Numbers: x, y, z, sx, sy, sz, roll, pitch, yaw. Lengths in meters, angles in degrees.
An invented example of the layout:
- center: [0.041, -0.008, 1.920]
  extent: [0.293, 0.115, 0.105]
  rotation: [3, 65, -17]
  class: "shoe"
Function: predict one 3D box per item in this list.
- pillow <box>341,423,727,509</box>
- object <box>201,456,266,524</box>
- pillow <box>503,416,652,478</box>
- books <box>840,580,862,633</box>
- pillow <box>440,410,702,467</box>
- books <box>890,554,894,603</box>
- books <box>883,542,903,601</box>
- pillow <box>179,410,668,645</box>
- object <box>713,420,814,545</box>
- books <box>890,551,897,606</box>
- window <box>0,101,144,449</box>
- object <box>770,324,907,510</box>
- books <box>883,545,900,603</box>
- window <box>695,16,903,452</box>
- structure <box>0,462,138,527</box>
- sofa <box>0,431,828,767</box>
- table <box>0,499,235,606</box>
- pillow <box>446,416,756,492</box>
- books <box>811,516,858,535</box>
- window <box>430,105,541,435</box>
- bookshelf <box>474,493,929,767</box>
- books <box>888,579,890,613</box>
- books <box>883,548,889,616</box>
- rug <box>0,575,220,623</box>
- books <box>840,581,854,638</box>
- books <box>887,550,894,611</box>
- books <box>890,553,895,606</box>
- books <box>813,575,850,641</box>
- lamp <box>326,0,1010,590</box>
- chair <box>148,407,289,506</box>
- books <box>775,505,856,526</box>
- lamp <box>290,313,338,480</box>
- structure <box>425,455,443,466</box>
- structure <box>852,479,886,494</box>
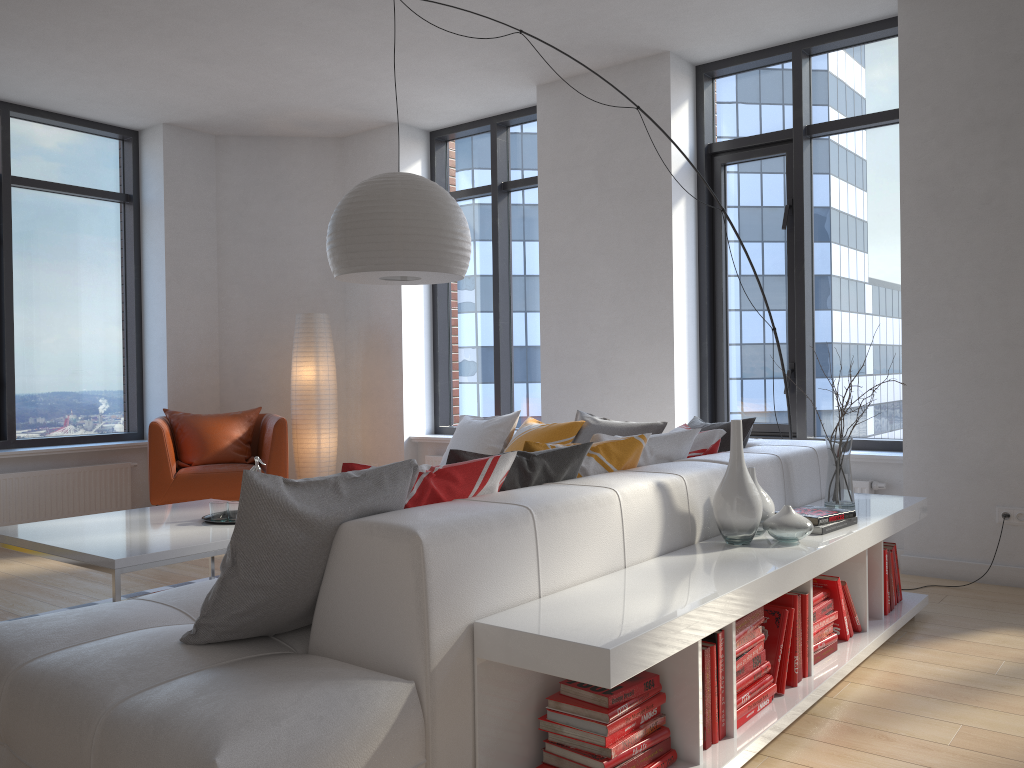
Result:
- center: [0.221, 0.408, 3.178]
  extent: [0.575, 0.449, 2.250]
  rotation: [-1, 1, 35]
  class: "pillow"
- center: [-1.181, 0.454, 3.863]
  extent: [0.330, 0.265, 0.330]
  rotation: [-1, 1, -28]
  class: "object"
- center: [0.115, 0.393, 3.928]
  extent: [0.630, 0.440, 2.095]
  rotation: [-1, 0, -5]
  class: "pillow"
- center: [1.170, 0.813, 3.280]
  extent: [0.188, 0.223, 0.186]
  rotation: [-1, 1, 38]
  class: "books"
- center: [0.039, 0.374, 4.237]
  extent: [0.580, 0.456, 2.156]
  rotation: [-1, 1, -26]
  class: "pillow"
- center: [1.469, 0.794, 3.638]
  extent: [0.175, 0.247, 0.066]
  rotation: [-1, 1, 38]
  class: "books"
- center: [1.535, 0.786, 3.754]
  extent: [0.198, 0.255, 0.116]
  rotation: [-1, 1, 38]
  class: "books"
- center: [-0.100, 0.381, 3.305]
  extent: [0.647, 0.453, 2.953]
  rotation: [-1, 0, 26]
  class: "pillow"
- center: [0.782, 0.313, 2.911]
  extent: [0.316, 0.398, 0.319]
  rotation: [-1, 1, -28]
  class: "object"
- center: [1.499, 0.798, 3.690]
  extent: [0.178, 0.233, 0.083]
  rotation: [-1, 1, 38]
  class: "books"
- center: [-3.549, -0.751, 6.185]
  extent: [0.170, 2.402, 1.960]
  rotation: [-1, 1, 38]
  class: "window"
- center: [1.368, 0.125, 3.538]
  extent: [0.406, 0.744, 0.607]
  rotation: [-1, 0, -12]
  class: "object"
- center: [1.517, 0.790, 3.726]
  extent: [0.187, 0.249, 0.119]
  rotation: [-1, 1, 38]
  class: "books"
- center: [1.747, -0.823, 5.298]
  extent: [1.310, 2.402, 0.170]
  rotation: [-1, 1, 38]
  class: "window"
- center: [-3.246, 0.817, 6.020]
  extent: [0.110, 0.460, 1.474]
  rotation: [-1, 1, 38]
  class: "structure"
- center: [-0.478, 0.658, 3.610]
  extent: [2.614, 0.732, 3.424]
  rotation: [-1, 1, 38]
  class: "sofa"
- center: [-1.441, 0.809, 3.776]
  extent: [1.091, 0.435, 1.091]
  rotation: [-1, 1, 38]
  class: "table"
- center: [0.415, 0.377, 3.440]
  extent: [0.608, 0.436, 2.120]
  rotation: [-1, 1, 34]
  class: "pillow"
- center: [1.053, 0.492, 3.166]
  extent: [0.245, 0.026, 0.300]
  rotation: [0, 1, 43]
  class: "books"
- center: [-0.070, -0.807, 6.710]
  extent: [1.310, 2.402, 0.170]
  rotation: [-1, 1, 38]
  class: "window"
- center: [0.855, 0.760, 2.905]
  extent: [0.356, 0.500, 2.600]
  rotation: [-1, 1, 38]
  class: "bookshelf"
- center: [1.428, 0.787, 3.588]
  extent: [0.185, 0.262, 0.056]
  rotation: [-1, 1, 38]
  class: "books"
- center: [1.407, 0.783, 3.565]
  extent: [0.198, 0.268, 0.050]
  rotation: [-1, 1, 38]
  class: "books"
- center: [-1.484, 1.033, 3.518]
  extent: [1.662, 0.016, 2.326]
  rotation: [-1, 1, 38]
  class: "rug"
- center: [1.136, 0.808, 3.236]
  extent: [0.171, 0.232, 0.148]
  rotation: [0, 1, 39]
  class: "books"
- center: [1.443, 0.791, 3.621]
  extent: [0.199, 0.252, 0.076]
  rotation: [-1, 1, 38]
  class: "books"
- center: [1.487, 0.800, 3.669]
  extent: [0.165, 0.230, 0.081]
  rotation: [-1, 1, 38]
  class: "books"
- center: [1.102, 0.800, 3.203]
  extent: [0.192, 0.248, 0.134]
  rotation: [-1, 1, 38]
  class: "books"
- center: [0.768, -0.322, 4.117]
  extent: [3.199, 2.647, 0.710]
  rotation: [-1, 0, -16]
  class: "lamp"
- center: [-2.052, 0.596, 6.205]
  extent: [0.896, 0.858, 0.843]
  rotation: [-1, 0, -20]
  class: "chair"
- center: [1.071, 0.465, 3.150]
  extent: [0.238, 0.027, 0.188]
  rotation: [-1, 1, -39]
  class: "books"
- center: [-1.289, 0.237, 6.735]
  extent: [0.804, 1.550, 0.502]
  rotation: [-1, 0, -2]
  class: "lamp"
- center: [-0.225, 0.768, 6.443]
  extent: [1.015, 0.460, 0.110]
  rotation: [-1, 1, 38]
  class: "structure"
- center: [1.594, 0.752, 5.030]
  extent: [1.015, 0.460, 0.110]
  rotation: [-1, 1, 38]
  class: "structure"
